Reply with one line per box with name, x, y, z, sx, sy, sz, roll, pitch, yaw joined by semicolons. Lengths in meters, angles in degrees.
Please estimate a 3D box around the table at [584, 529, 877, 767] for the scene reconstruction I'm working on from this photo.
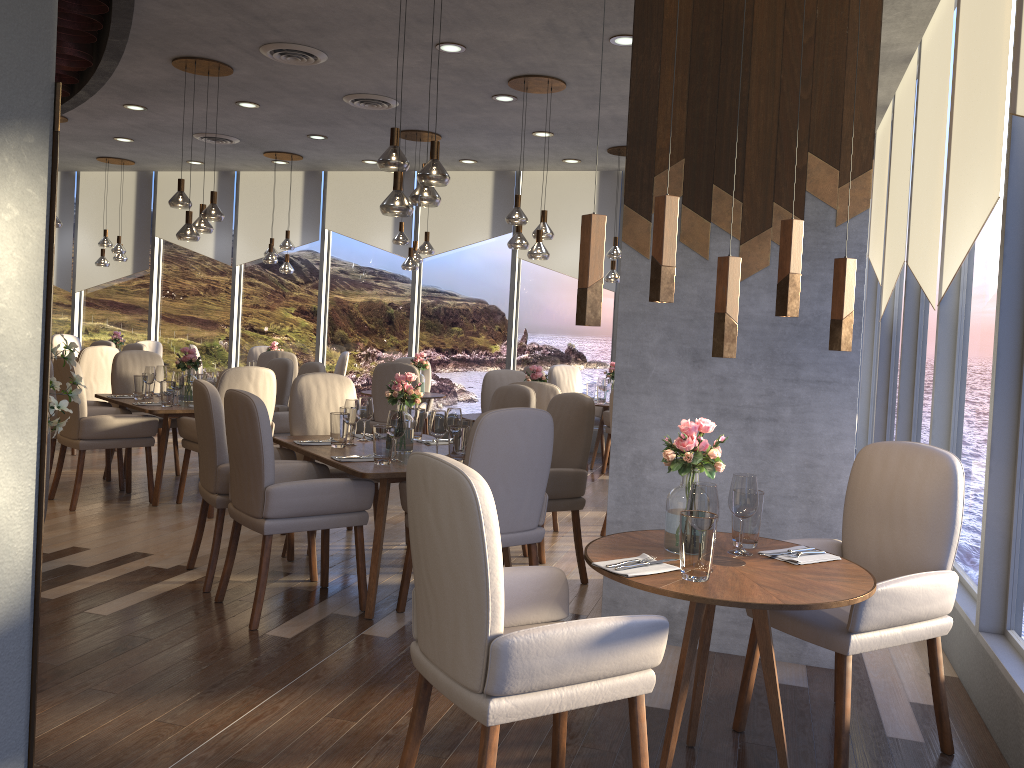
table;0.615;0.856;2.638;0.834;0.661;0.834;3;3;7

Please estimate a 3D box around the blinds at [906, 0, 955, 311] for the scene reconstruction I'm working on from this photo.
blinds;2.420;-1.739;5.112;0.007;2.679;1.174;3;2;16

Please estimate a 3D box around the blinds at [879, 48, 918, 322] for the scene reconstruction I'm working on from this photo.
blinds;2.770;-1.795;6.308;0.007;2.679;1.174;3;2;16

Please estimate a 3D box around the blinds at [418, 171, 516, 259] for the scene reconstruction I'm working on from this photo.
blinds;-0.504;-2.789;10.500;1.174;2.679;0.007;3;1;16

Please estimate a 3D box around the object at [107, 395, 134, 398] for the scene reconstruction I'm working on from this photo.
object;-2.936;0.093;6.748;0.255;0.019;0.158;0;4;-39

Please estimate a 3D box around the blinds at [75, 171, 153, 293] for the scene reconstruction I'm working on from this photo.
blinds;-5.334;-2.540;11.913;1.174;2.679;0.007;3;1;16

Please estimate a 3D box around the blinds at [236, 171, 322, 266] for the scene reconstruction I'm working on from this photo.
blinds;-2.918;-2.810;11.205;1.174;2.679;0.007;3;1;16

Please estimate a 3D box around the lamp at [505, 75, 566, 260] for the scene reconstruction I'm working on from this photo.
lamp;0.154;-1.600;6.692;0.440;1.325;0.439;4;2;24

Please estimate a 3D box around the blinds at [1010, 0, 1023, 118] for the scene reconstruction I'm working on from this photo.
blinds;1.733;-1.952;2.695;0.007;2.679;1.174;3;2;16

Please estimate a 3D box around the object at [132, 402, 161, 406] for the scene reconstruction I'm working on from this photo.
object;-2.560;0.138;6.316;0.255;0.019;0.158;0;4;-39

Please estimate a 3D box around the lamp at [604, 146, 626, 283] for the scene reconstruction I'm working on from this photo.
lamp;1.139;-1.672;8.884;0.439;1.325;0.440;3;2;-17

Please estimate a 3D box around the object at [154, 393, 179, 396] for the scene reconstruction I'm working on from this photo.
object;-2.776;0.080;7.129;0.157;0.019;0.255;0;4;-38

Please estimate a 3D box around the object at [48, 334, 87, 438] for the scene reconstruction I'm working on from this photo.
object;-1.901;0.221;3.072;0.789;1.615;0.746;4;2;22

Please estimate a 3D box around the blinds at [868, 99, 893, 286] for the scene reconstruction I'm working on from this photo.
blinds;3.136;-2.128;7.501;0.007;2.679;1.174;3;2;16

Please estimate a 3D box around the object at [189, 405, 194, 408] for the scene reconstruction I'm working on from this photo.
object;-2.198;0.157;6.305;0.157;0.019;0.255;0;4;-43

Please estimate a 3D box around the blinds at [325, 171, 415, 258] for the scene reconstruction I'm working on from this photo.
blinds;-1.715;-2.872;10.853;1.174;2.679;0.007;3;1;16

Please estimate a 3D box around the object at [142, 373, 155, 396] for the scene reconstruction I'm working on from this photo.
object;-2.865;0.004;6.989;0.102;0.178;0.102;2;2;-32

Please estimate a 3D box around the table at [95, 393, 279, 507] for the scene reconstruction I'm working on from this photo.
table;-2.499;0.460;6.731;0.964;0.665;1.309;1;4;-40

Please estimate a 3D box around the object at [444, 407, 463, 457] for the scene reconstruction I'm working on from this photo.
object;-0.300;0.245;4.519;0.092;0.244;0.092;3;2;-6

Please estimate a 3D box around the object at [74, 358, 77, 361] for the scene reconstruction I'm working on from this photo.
object;-4.284;-0.162;8.609;0.102;0.178;0.102;4;2;36

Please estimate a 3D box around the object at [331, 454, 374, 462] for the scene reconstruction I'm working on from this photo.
object;-0.726;0.351;4.241;0.255;0.019;0.158;1;4;-30

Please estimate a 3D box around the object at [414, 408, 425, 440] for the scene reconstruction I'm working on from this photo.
object;-0.556;0.231;5.112;0.102;0.178;0.102;2;2;-25

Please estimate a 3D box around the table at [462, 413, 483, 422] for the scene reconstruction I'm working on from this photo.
table;0.011;0.594;6.737;0.833;0.661;0.835;3;3;-9

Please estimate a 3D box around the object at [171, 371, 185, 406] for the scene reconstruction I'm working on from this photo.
object;-2.389;0.033;6.329;0.092;0.244;0.092;3;2;3

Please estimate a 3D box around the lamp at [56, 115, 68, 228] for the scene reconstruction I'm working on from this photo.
lamp;-4.630;-1.965;8.700;0.439;1.325;0.440;2;2;-35

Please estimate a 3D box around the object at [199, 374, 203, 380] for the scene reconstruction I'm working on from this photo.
object;-2.535;0.009;7.203;0.102;0.178;0.102;2;2;-25

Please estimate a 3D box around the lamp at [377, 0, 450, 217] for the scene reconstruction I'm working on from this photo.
lamp;-0.486;-1.514;4.560;0.439;1.325;0.440;3;2;1

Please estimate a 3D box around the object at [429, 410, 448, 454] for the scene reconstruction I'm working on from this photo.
object;-0.363;0.252;4.334;0.092;0.244;0.092;4;2;36

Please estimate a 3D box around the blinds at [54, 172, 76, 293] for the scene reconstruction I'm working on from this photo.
blinds;-6.532;-2.623;12.263;1.174;2.679;0.007;3;1;16

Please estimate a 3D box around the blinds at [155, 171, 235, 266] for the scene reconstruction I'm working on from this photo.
blinds;-4.113;-2.893;11.554;1.174;2.679;0.007;3;1;16

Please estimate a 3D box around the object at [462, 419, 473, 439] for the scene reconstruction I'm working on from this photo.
object;-0.261;0.274;4.621;0.102;0.178;0.102;2;2;-25

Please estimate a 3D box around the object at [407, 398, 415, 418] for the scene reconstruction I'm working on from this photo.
object;-0.595;0.202;5.010;0.092;0.244;0.092;3;2;16

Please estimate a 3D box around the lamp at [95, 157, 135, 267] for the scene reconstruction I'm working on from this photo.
lamp;-4.953;-2.112;11.021;0.439;1.325;0.439;3;2;15

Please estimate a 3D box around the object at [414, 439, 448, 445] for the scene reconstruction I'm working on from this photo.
object;-0.435;0.323;5.004;0.255;0.019;0.158;1;4;-31

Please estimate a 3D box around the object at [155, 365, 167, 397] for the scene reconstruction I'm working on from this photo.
object;-2.758;-0.022;6.961;0.092;0.244;0.092;4;2;32

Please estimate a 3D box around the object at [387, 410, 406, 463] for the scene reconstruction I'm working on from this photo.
object;-0.555;0.248;4.226;0.092;0.244;0.092;3;2;12

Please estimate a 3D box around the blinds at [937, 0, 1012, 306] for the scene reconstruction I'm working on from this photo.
blinds;2.071;-1.708;3.914;0.007;2.679;1.174;3;2;16

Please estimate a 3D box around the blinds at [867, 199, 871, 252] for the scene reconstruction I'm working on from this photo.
blinds;3.486;-2.177;8.701;0.007;2.679;1.174;3;2;16

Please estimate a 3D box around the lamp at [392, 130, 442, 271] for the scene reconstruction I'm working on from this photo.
lamp;-0.944;-1.770;8.686;0.439;1.325;0.439;4;2;19

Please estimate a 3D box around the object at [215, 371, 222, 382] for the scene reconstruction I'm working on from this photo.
object;-2.186;0.025;6.659;0.092;0.244;0.092;2;2;-21

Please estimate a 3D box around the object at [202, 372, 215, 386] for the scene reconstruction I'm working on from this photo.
object;-2.217;0.034;6.467;0.092;0.244;0.092;2;2;-18

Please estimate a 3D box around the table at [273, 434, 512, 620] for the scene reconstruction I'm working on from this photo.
table;-0.610;0.677;4.635;0.964;0.665;1.309;1;3;-33

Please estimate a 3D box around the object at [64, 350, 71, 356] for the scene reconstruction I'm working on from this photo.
object;-4.417;-0.212;8.788;0.092;0.244;0.092;2;2;-38

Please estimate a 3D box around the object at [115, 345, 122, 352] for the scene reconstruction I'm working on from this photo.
object;-4.915;-0.362;11.041;0.092;0.244;0.092;3;2;7

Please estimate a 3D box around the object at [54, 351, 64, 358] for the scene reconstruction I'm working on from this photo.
object;-4.391;-0.200;8.595;0.092;0.244;0.092;4;2;32

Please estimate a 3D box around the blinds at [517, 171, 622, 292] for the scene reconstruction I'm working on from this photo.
blinds;0.676;-2.410;10.158;1.174;2.679;0.007;3;1;16

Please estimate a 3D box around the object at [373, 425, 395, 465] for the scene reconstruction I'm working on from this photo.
object;-0.599;0.284;4.126;0.102;0.178;0.102;3;2;-4

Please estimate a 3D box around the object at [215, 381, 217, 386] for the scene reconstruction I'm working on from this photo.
object;-2.111;0.074;6.448;0.102;0.178;0.102;2;2;-27

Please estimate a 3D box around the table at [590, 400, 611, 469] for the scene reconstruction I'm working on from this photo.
table;1.003;0.522;8.936;0.834;0.661;0.835;3;3;3

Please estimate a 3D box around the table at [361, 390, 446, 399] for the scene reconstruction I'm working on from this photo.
table;-1.083;0.424;8.721;0.833;0.661;0.835;2;3;-24

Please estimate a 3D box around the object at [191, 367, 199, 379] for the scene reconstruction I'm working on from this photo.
object;-2.556;-0.019;7.095;0.092;0.244;0.092;4;2;29

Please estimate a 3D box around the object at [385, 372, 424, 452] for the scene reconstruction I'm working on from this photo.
object;-0.566;0.144;4.600;0.210;0.415;0.198;3;2;-6

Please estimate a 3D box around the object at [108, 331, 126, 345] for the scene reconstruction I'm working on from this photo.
object;-4.987;-0.459;11.180;0.210;0.415;0.198;4;2;39

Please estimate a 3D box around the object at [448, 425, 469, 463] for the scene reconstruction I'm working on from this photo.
object;-0.262;0.292;4.298;0.102;0.178;0.102;2;2;-38

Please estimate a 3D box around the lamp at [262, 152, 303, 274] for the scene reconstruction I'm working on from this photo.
lamp;-2.639;-1.939;10.110;0.439;1.325;0.439;3;2;9

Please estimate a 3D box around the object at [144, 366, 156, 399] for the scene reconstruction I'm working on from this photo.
object;-2.765;-0.011;6.761;0.092;0.244;0.092;3;2;8

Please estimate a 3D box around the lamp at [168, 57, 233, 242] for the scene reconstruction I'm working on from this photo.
lamp;-2.363;-1.733;6.693;0.439;1.325;0.439;4;2;21

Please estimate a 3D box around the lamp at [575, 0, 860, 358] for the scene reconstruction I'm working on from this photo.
lamp;0.683;-1.041;2.617;1.160;1.930;0.118;2;2;-29

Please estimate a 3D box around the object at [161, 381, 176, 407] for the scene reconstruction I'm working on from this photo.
object;-2.416;0.070;6.223;0.102;0.178;0.102;4;2;17

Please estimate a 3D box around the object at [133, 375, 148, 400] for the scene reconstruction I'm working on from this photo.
object;-2.792;0.026;6.656;0.102;0.178;0.102;2;2;-23
